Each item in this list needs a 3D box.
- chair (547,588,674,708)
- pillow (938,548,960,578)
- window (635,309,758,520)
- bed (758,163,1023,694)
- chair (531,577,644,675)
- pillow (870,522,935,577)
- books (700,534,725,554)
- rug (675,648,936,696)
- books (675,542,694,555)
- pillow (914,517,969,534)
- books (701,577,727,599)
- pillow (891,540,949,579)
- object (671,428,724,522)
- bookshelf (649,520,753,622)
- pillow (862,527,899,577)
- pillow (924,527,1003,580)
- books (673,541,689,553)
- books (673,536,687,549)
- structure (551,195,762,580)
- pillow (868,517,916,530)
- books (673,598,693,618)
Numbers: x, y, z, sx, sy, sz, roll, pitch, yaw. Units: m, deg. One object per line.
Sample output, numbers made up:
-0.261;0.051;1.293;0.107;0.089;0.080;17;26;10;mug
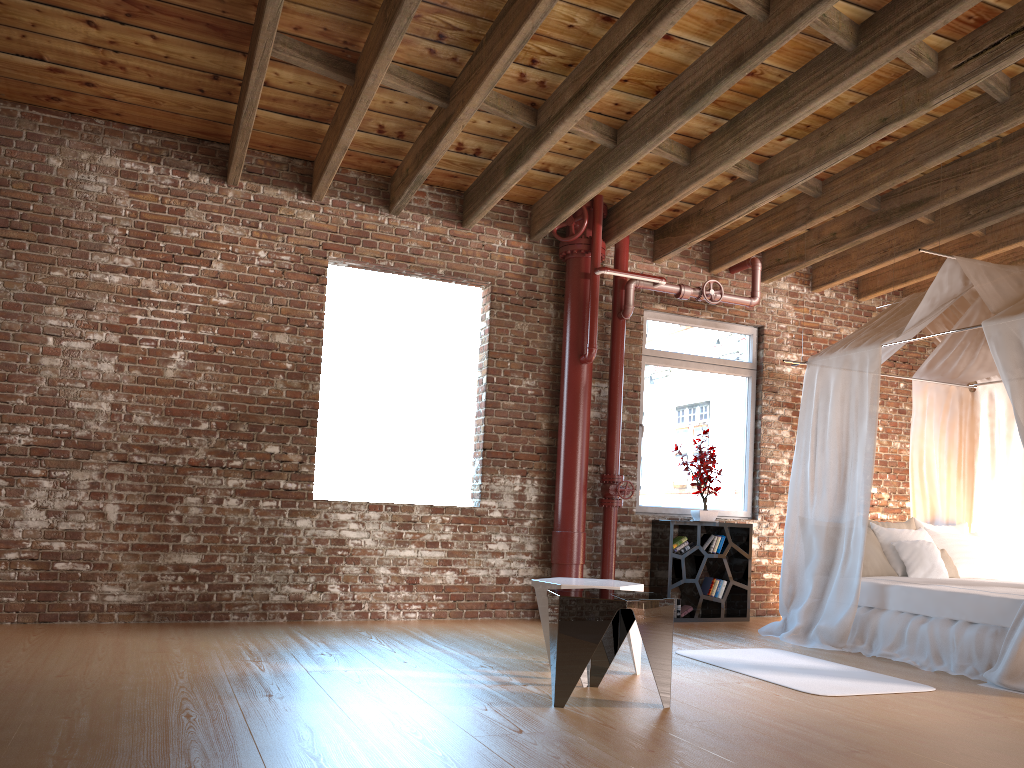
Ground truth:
0.440;1.222;4.096;0.606;0.487;0.548;0;-7;21;chair
3.285;1.372;6.767;0.291;0.232;0.161;6;-6;-25;pillow
1.655;0.294;7.966;1.357;1.839;0.167;5;-4;-24;window
3.467;-0.038;6.146;2.519;3.861;2.660;5;-6;-23;bed
0.403;1.326;4.811;0.524;0.487;0.634;-1;-8;31;chair
3.091;1.284;6.832;0.618;0.401;0.347;6;-7;-26;pillow
1.705;1.377;7.602;0.246;0.165;0.133;6;-6;-23;books
1.656;1.671;5.187;0.867;0.007;1.432;6;-9;-21;rug
1.449;1.395;7.486;0.158;0.113;0.133;5;-7;-23;books
3.562;1.358;7.261;0.637;0.496;0.207;5;-5;-24;pillow
1.735;1.756;7.600;0.205;0.180;0.133;5;-6;-23;books
3.076;1.320;6.637;0.387;0.289;0.215;4;-6;-15;pillow
1.624;0.773;7.651;0.420;0.835;0.394;5;-5;-27;object
1.637;1.616;7.637;0.863;0.841;0.291;5;-5;-24;bookshelf
2.549;1.262;6.587;0.619;0.412;0.357;6;-7;-26;pillow
3.634;1.379;7.080;0.634;0.430;0.292;5;-6;-23;pillow
1.396;1.377;7.463;0.155;0.108;0.133;5;-7;-23;books
1.386;1.341;7.460;0.155;0.108;0.133;5;-7;-23;books
1.178;0.240;7.351;2.017;3.445;0.574;5;-4;-24;structure
3.011;1.293;7.015;0.638;0.492;0.208;6;-5;-24;pillow
1.403;1.889;7.445;0.252;0.159;0.133;6;-6;-23;books
